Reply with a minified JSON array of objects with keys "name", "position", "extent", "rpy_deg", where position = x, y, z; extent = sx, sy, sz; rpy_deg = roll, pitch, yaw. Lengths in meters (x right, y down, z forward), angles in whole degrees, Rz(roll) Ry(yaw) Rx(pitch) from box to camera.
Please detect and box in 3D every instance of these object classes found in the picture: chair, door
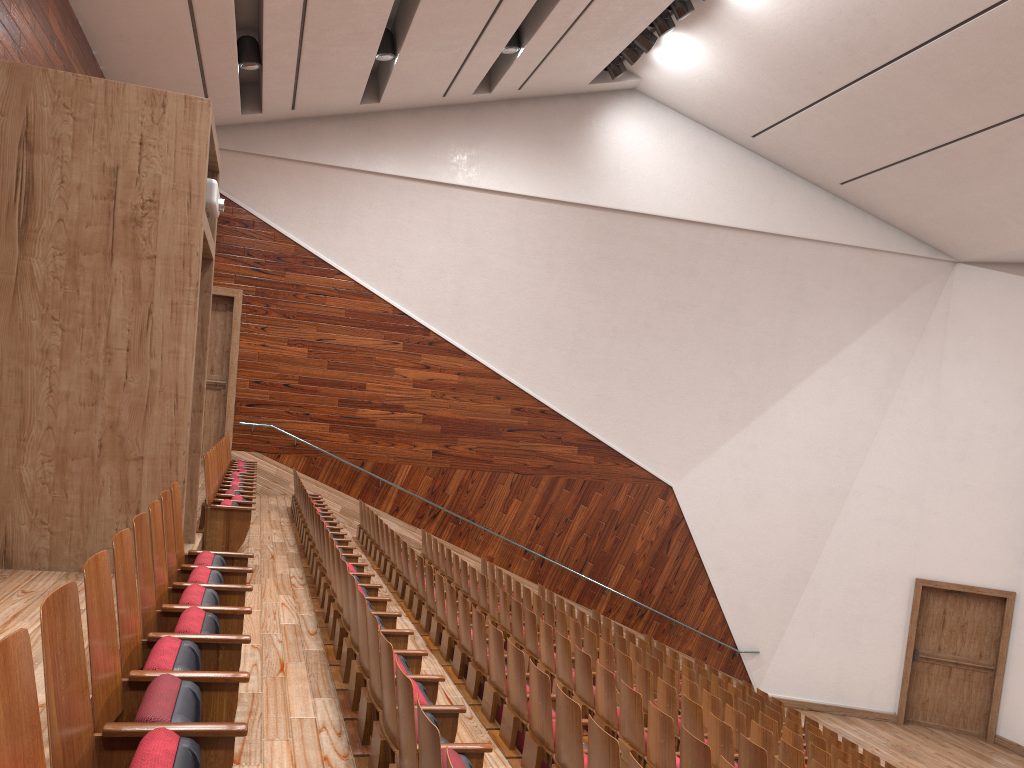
[{"name":"chair","position":[0.170,0.274,0.609],"extent":[0.773,0.374,1.176],"rpy_deg":[6,-2,-16]},{"name":"door","position":[-0.438,-0.012,1.167],"extent":[0.140,0.241,0.024],"rpy_deg":[5,5,-16]},{"name":"door","position":[0.697,0.433,1.387],"extent":[0.139,0.241,0.024],"rpy_deg":[7,5,22]}]

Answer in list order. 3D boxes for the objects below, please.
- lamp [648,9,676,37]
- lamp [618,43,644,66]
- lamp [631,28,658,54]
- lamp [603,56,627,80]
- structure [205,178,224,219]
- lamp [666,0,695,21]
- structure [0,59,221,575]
[{"name":"lamp","position":[0.171,-0.425,1.029],"extent":[0.045,0.032,0.030],"rpy_deg":[6,1,-16]},{"name":"lamp","position":[0.146,-0.422,1.116],"extent":[0.045,0.031,0.030],"rpy_deg":[6,1,-16]},{"name":"lamp","position":[0.156,-0.423,1.077],"extent":[0.044,0.031,0.030],"rpy_deg":[6,1,-16]},{"name":"lamp","position":[0.131,-0.421,1.166],"extent":[0.045,0.032,0.030],"rpy_deg":[6,1,-16]},{"name":"structure","position":[-0.179,-0.112,0.481],"extent":[0.041,0.032,0.038],"rpy_deg":[6,0,-16]},{"name":"lamp","position":[0.183,-0.426,0.984],"extent":[0.045,0.032,0.030],"rpy_deg":[6,1,-16]},{"name":"structure","position":[-0.234,-0.074,0.457],"extent":[0.144,0.331,0.115],"rpy_deg":[5,4,-16]}]
